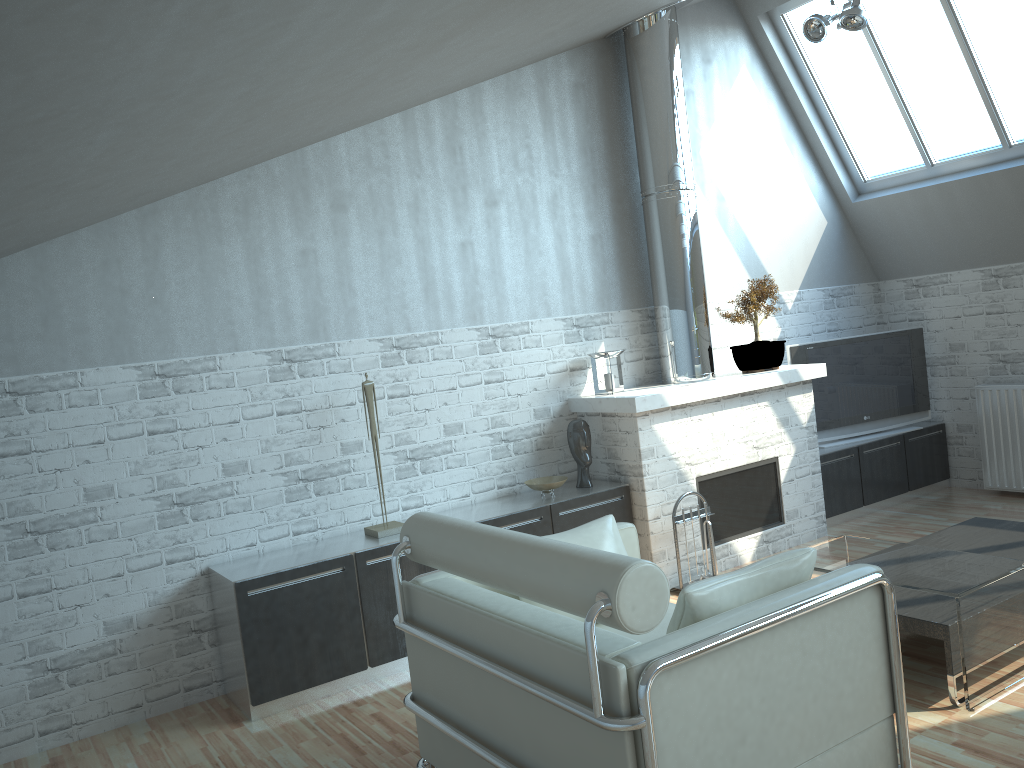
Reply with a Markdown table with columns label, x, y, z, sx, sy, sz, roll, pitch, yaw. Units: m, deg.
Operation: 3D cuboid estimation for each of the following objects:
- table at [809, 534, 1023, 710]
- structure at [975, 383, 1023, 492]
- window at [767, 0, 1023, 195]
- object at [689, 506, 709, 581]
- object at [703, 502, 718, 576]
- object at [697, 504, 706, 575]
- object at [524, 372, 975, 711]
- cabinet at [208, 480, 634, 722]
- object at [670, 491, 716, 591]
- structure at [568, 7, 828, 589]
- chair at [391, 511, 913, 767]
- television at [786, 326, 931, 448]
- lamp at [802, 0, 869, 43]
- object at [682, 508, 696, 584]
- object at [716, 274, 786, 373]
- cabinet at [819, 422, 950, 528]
| label | x | y | z | sx | sy | sz | roll | pitch | yaw |
| --- | --- | --- | --- | --- | --- | --- | --- | --- | --- |
| table | 3.239 | 1.902 | 7.432 | 1.015 | 0.867 | 1.726 | -9 | 4 | -32 |
| structure | 7.435 | 0.751 | 12.210 | 0.508 | 1.524 | 1.892 | -9 | 4 | -32 |
| window | 5.823 | -4.263 | 11.306 | 1.897 | 2.787 | 4.651 | -9 | 4 | -32 |
| object | 2.119 | 1.843 | 10.016 | 0.145 | 0.932 | 0.065 | -4 | 4 | 39 |
| object | 2.261 | 1.788 | 10.175 | 0.026 | 0.873 | 0.155 | -9 | 4 | -31 |
| object | 2.165 | 1.794 | 10.113 | 0.025 | 0.855 | 0.025 | -7 | 3 | -10 |
| object | 2.035 | 1.157 | 8.542 | 1.528 | 2.558 | 4.859 | -9 | 4 | -33 |
| cabinet | -0.714 | 2.089 | 9.445 | 4.572 | 1.270 | 0.914 | -9 | 4 | -32 |
| object | 2.079 | 1.786 | 10.159 | 0.584 | 1.124 | 0.412 | -9 | 4 | -32 |
| structure | 2.233 | -1.338 | 11.229 | 3.302 | 7.180 | 1.309 | -9 | 4 | -32 |
| chair | 0.759 | 1.747 | 5.621 | 2.201 | 2.001 | 2.507 | -9 | 4 | -32 |
| television | 5.111 | 0.042 | 13.149 | 2.577 | 1.514 | 0.592 | -8 | 3 | -22 |
| lamp | 3.774 | -4.786 | 10.663 | 0.619 | 1.172 | 0.808 | -9 | 3 | -28 |
| object | 2.001 | 1.854 | 9.935 | 0.131 | 0.916 | 0.146 | -9 | 4 | -32 |
| object | 3.104 | -0.788 | 11.578 | 1.115 | 1.265 | 0.572 | -9 | 3 | -29 |
| cabinet | 5.152 | 1.310 | 13.222 | 3.234 | 1.016 | 0.908 | -9 | 4 | -32 |
